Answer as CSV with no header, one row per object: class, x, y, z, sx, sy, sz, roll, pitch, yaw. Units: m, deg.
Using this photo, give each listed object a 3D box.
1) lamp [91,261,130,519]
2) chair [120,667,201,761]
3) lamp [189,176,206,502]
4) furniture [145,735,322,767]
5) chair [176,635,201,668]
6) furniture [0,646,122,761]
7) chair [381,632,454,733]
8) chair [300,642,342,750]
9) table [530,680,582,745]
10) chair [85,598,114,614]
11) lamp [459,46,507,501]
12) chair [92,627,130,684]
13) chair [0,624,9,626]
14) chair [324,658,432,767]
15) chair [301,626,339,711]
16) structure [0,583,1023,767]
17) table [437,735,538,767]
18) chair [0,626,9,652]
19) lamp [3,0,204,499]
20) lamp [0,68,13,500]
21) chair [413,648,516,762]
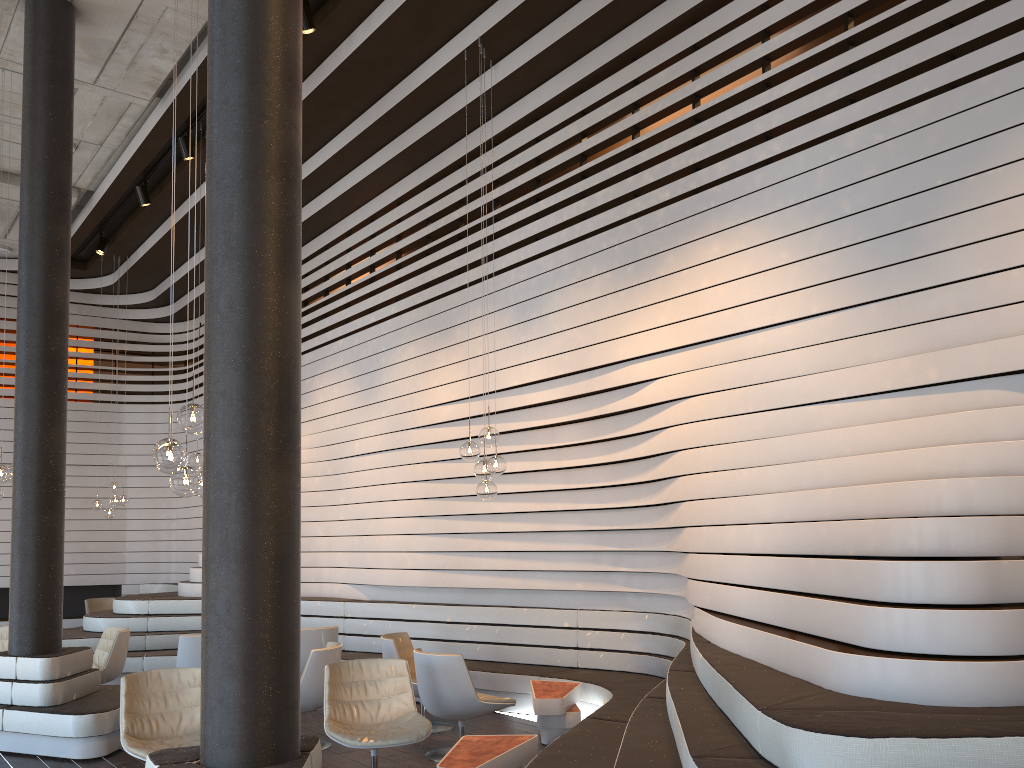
lamp,-6.028,-0.293,13.331,0.543,4.633,0.296,0,-4,-13
chair,-1.997,2.126,5.270,0.655,0.759,0.720,4,-9,-37
lamp,-3.258,-1.030,9.403,0.292,4.633,0.550,3,-6,-42
furniture,-1.285,1.822,3.487,1.274,0.715,1.795,0,-9,-2
chair,-2.708,2.615,7.958,0.654,0.759,0.720,1,-7,-18
furniture,-3.569,2.501,7.123,1.782,0.715,1.282,-5,-9,23
chair,-0.742,2.489,7.394,0.711,0.759,0.663,-2,-7,6
chair,-1.661,2.386,6.752,0.711,0.759,0.663,-1,-7,2
table,0.369,2.597,6.977,0.413,0.366,0.917,-1,-9,-1
chair,-5.972,3.577,13.111,0.715,0.759,0.659,-4,-7,25
lamp,-0.278,-1.389,7.193,0.334,4.672,0.534,-2,-4,14
chair,-3.933,2.671,8.184,0.708,0.759,0.665,4,-8,-35
chair,-7.161,3.521,12.710,0.709,0.759,0.665,4,-8,-35
chair,-0.867,2.166,5.576,0.654,0.759,0.720,2,-7,-22
chair,-1.989,2.685,8.407,0.654,0.759,0.720,3,-8,-30
structure,-2.569,2.788,9.389,5.767,0.918,18.450,8,-13,-40
table,-0.209,2.251,4.992,0.416,0.366,0.911,-4,-10,24
chair,-4.973,2.719,8.374,0.654,0.759,0.720,2,-7,-20
lamp,2.660,-2.334,1.544,9.018,4.571,42.495,6,-12,-37
lamp,-4.810,-1.219,8.231,0.296,4.633,0.544,-4,-5,37
chair,-0.361,2.313,6.438,0.709,0.759,0.665,5,-9,-38
